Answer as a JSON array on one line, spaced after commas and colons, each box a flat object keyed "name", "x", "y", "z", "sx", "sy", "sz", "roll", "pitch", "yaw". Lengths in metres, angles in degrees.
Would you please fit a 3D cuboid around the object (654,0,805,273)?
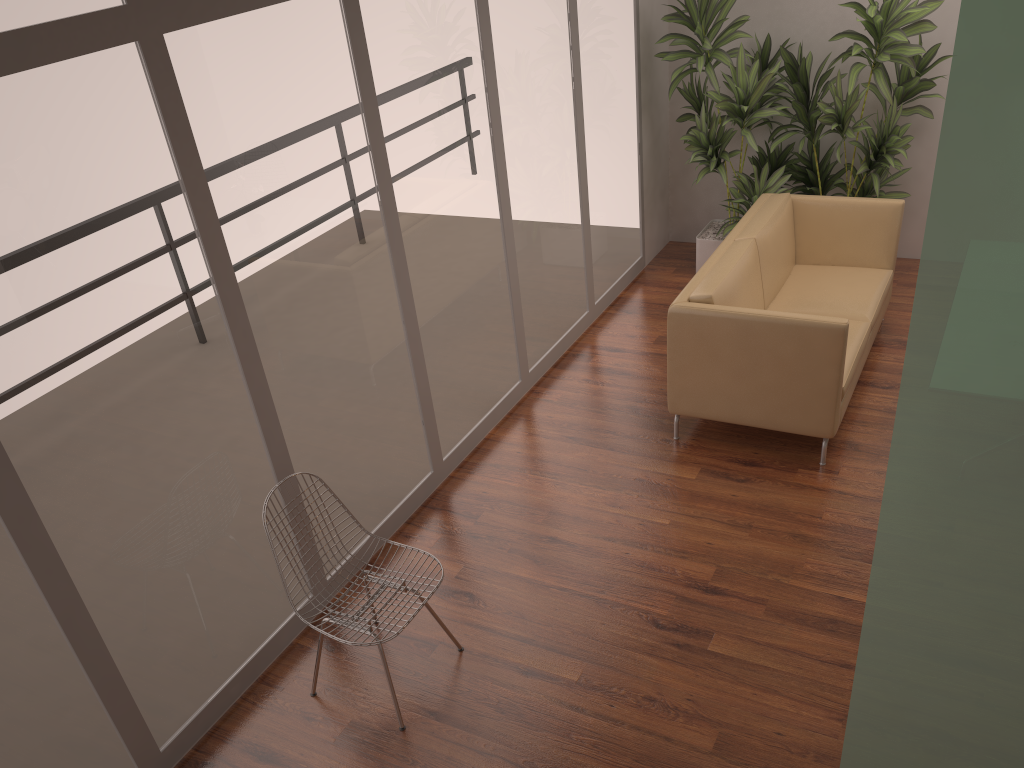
[{"name": "object", "x": 1.593, "y": -1.781, "z": 6.095, "sx": 1.053, "sy": 2.197, "sz": 0.950, "roll": -31, "pitch": 39, "yaw": -33}]

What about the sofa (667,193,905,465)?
[{"name": "sofa", "x": 1.620, "y": -0.425, "z": 5.087, "sx": 0.874, "sy": 0.875, "sz": 1.734, "roll": 11, "pitch": 35, "yaw": 27}]

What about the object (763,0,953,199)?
[{"name": "object", "x": 2.194, "y": -1.692, "z": 5.804, "sx": 1.066, "sy": 2.197, "sz": 0.938, "roll": 20, "pitch": 41, "yaw": 37}]

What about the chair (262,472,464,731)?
[{"name": "chair", "x": -0.584, "y": 0.803, "z": 3.440, "sx": 0.558, "sy": 0.940, "sz": 0.523, "roll": 11, "pitch": 36, "yaw": 27}]

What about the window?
[{"name": "window", "x": -1.025, "y": -0.426, "z": 3.116, "sx": 0.062, "sy": 3.425, "sz": 8.239, "roll": 12, "pitch": 36, "yaw": 27}]
